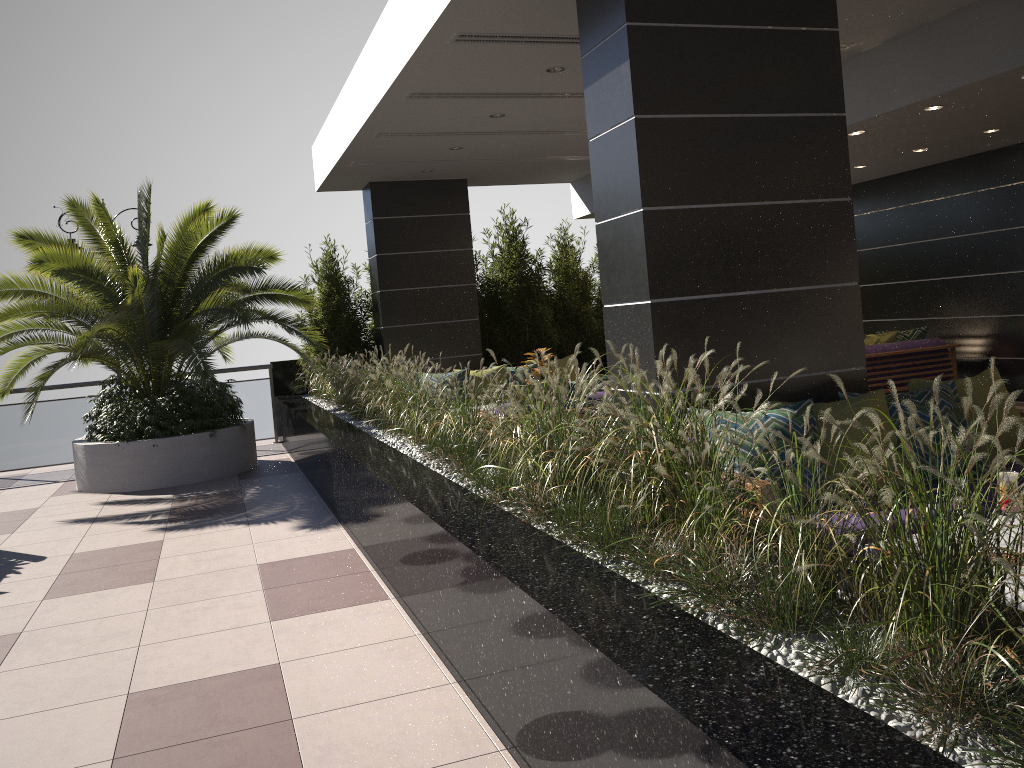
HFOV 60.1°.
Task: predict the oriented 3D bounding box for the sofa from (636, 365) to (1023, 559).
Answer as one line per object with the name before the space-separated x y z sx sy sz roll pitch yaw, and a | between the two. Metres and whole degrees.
sofa | 1.795 0.468 4.205 2.130 0.918 1.119 -6 3 -19

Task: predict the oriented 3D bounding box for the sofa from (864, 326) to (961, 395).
sofa | 3.816 -0.141 10.000 2.130 0.918 1.119 -6 3 -19

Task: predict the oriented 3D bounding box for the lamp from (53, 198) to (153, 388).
lamp | -4.967 -0.663 11.072 1.124 3.324 0.263 -5 1 -19

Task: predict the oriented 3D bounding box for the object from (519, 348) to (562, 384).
object | 0.283 -0.078 8.496 0.430 0.526 0.425 -5 2 -2

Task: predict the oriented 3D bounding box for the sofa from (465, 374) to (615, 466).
sofa | 0.747 0.332 7.264 2.130 0.918 1.119 -6 3 -19

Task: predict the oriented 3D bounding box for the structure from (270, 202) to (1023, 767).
structure | 4.208 -0.698 2.140 7.830 3.118 24.730 -6 4 -19

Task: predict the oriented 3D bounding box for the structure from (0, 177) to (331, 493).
structure | -3.984 -0.630 9.701 3.745 3.300 3.815 -4 3 24

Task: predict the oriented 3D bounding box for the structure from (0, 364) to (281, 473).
structure | -6.174 1.283 1.642 12.940 1.057 17.504 -6 4 -19

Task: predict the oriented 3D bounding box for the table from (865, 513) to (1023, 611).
table | 2.290 0.713 2.790 2.040 0.553 0.941 -6 4 -19

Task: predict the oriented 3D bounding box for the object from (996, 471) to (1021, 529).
object | 1.661 0.387 2.954 0.069 0.181 0.068 -6 1 -36

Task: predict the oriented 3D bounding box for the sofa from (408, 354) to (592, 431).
sofa | -0.086 0.223 9.693 2.130 0.918 1.119 -6 3 -19

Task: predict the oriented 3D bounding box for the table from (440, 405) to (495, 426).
table | 0.332 0.458 8.502 2.040 0.553 0.941 -6 4 -19
